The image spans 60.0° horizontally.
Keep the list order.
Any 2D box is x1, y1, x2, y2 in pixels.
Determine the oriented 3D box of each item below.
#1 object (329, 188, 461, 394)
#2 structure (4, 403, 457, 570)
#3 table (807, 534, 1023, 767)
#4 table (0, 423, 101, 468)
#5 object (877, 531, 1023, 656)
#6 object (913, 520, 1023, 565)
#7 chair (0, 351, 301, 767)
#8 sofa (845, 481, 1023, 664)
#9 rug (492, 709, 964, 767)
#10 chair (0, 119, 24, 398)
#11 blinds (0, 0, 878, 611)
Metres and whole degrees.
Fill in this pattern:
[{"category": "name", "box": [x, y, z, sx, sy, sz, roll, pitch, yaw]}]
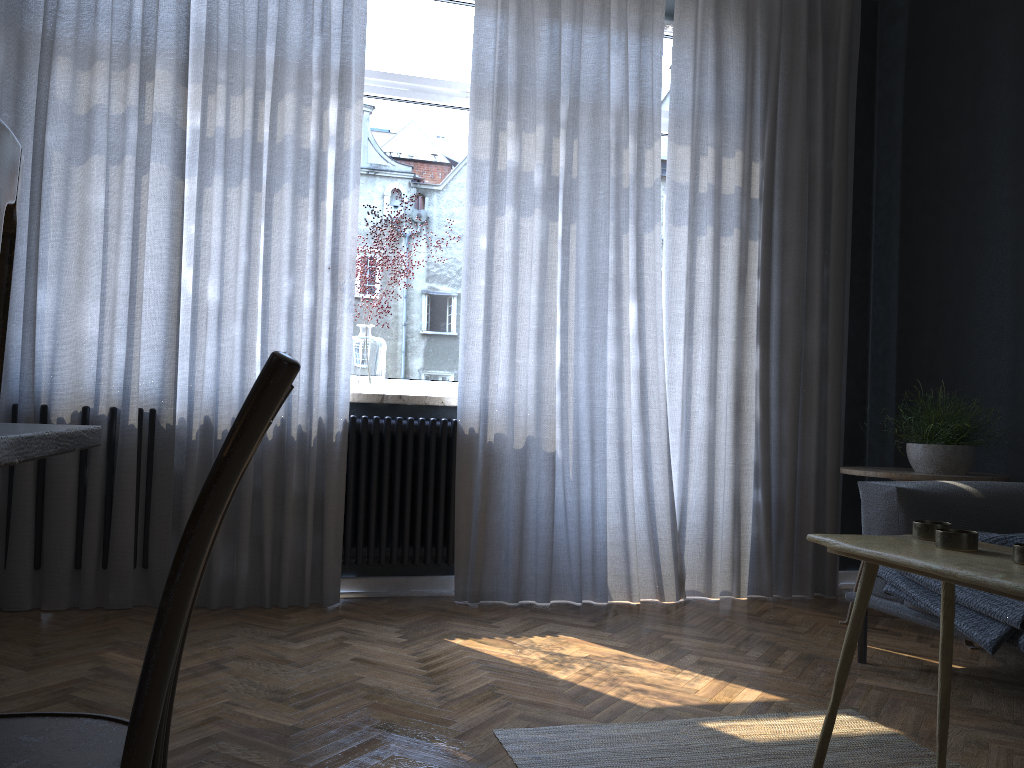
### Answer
[{"category": "object", "box": [-0.552, -0.365, 3.676, 0.514, 0.809, 0.599, 3, -2, -41]}, {"category": "structure", "box": [-1.002, 0.411, 3.515, 1.847, 0.600, 0.216, 3, -1, -15]}, {"category": "table", "box": [0.838, 0.573, 1.487, 0.339, 0.549, 0.788, 3, -2, -15]}, {"category": "table", "box": [-0.949, 0.377, 0.383, 1.126, 0.727, 1.605, 3, -2, -15]}, {"category": "object", "box": [1.400, 0.529, 2.457, 0.490, 0.329, 0.667, 2, -2, -10]}, {"category": "object", "box": [0.839, 0.289, 1.630, 0.103, 0.033, 0.369, 2, -2, -5]}, {"category": "chair", "box": [-0.468, 0.365, 0.867, 0.467, 0.819, 0.363, 3, -1, -16]}, {"category": "sofa", "box": [1.849, 0.503, 1.982, 0.970, 0.798, 2.341, 3, -2, -16]}, {"category": "rug", "box": [0.698, 0.835, 1.305, 1.003, 0.013, 2.011, 3, -2, -15]}, {"category": "chair", "box": [-0.348, 0.332, 0.223, 0.384, 0.856, 0.456, 3, -2, -30]}, {"category": "blinds", "box": [-0.282, -0.513, 3.659, 3.993, 2.788, 0.312, 3, -1, -15]}]
